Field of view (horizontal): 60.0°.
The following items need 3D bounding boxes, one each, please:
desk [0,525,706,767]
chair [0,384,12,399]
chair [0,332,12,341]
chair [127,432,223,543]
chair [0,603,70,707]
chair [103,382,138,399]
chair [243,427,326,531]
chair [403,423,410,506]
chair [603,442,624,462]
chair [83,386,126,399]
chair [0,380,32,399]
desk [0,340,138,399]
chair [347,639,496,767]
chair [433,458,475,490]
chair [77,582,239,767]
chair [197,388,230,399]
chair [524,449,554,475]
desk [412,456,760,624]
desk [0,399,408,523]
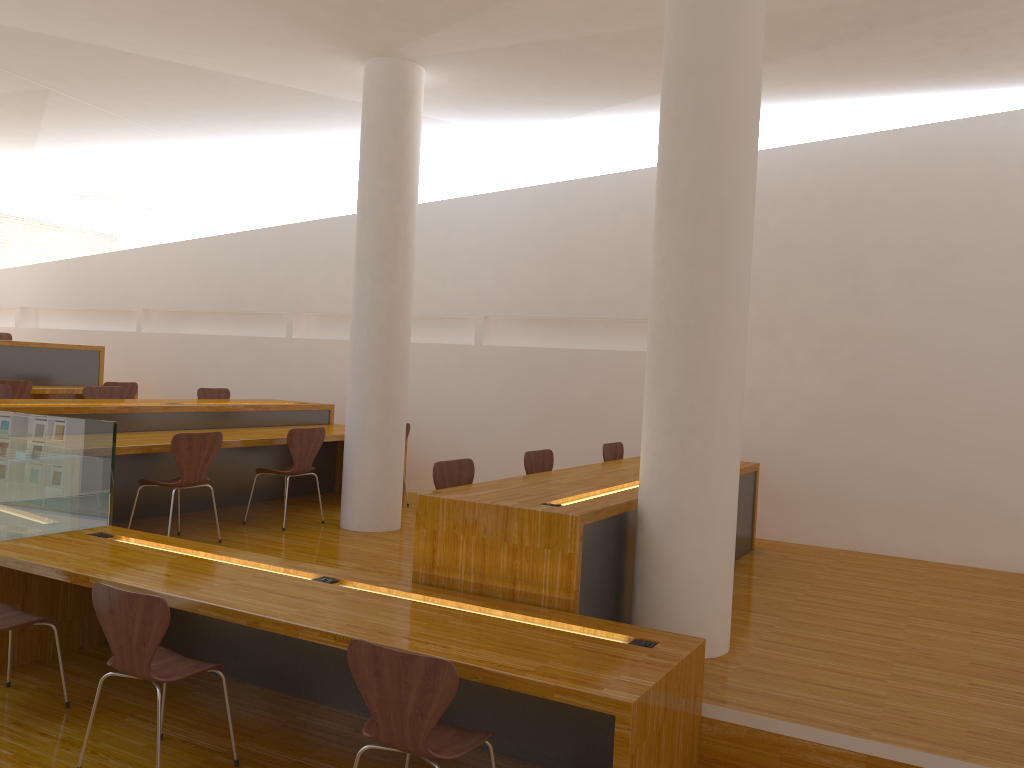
[{"bbox_3d":[-0.904,1.124,3.590,3.185,0.606,0.760,3,1,28],"label":"desk"},{"bbox_3d":[-3.610,0.357,6.217,0.381,0.693,0.428,3,1,28],"label":"chair"},{"bbox_3d":[-5.172,-0.179,8.996,0.381,0.693,0.428,3,1,28],"label":"chair"},{"bbox_3d":[-2.038,0.625,5.382,0.381,0.693,0.428,3,1,28],"label":"chair"},{"bbox_3d":[-2.127,1.008,3.687,0.428,0.693,0.381,3,1,28],"label":"chair"},{"bbox_3d":[-3.915,0.317,8.591,0.381,0.693,0.428,3,1,28],"label":"chair"},{"bbox_3d":[-1.585,0.640,6.241,0.381,0.693,0.428,3,1,28],"label":"chair"},{"bbox_3d":[-1.096,0.655,7.248,0.381,0.693,0.428,3,1,28],"label":"chair"},{"bbox_3d":[0.847,0.773,6.219,0.381,0.693,0.428,3,1,28],"label":"chair"},{"bbox_3d":[-3.157,0.372,7.075,0.381,0.693,0.428,3,1,28],"label":"chair"},{"bbox_3d":[-4.404,0.302,7.584,0.381,0.693,0.428,3,1,28],"label":"chair"},{"bbox_3d":[-5.048,0.092,7.753,1.248,1.022,3.216,3,1,28],"label":"desk"},{"bbox_3d":[-0.265,1.121,2.745,0.428,0.693,0.381,3,1,28],"label":"chair"},{"bbox_3d":[-0.163,0.738,4.389,0.381,0.693,0.428,3,1,28],"label":"chair"},{"bbox_3d":[-1.270,1.060,3.233,0.428,0.693,0.381,3,1,28],"label":"chair"},{"bbox_3d":[-2.601,0.392,8.047,0.381,0.693,0.428,3,1,28],"label":"chair"},{"bbox_3d":[0.291,0.753,5.248,0.381,0.693,0.428,3,1,28],"label":"chair"},{"bbox_3d":[0.653,0.814,5.028,0.760,0.606,3.185,3,1,28],"label":"desk"},{"bbox_3d":[-2.337,0.550,6.572,1.527,0.785,3.243,3,1,28],"label":"desk"}]
